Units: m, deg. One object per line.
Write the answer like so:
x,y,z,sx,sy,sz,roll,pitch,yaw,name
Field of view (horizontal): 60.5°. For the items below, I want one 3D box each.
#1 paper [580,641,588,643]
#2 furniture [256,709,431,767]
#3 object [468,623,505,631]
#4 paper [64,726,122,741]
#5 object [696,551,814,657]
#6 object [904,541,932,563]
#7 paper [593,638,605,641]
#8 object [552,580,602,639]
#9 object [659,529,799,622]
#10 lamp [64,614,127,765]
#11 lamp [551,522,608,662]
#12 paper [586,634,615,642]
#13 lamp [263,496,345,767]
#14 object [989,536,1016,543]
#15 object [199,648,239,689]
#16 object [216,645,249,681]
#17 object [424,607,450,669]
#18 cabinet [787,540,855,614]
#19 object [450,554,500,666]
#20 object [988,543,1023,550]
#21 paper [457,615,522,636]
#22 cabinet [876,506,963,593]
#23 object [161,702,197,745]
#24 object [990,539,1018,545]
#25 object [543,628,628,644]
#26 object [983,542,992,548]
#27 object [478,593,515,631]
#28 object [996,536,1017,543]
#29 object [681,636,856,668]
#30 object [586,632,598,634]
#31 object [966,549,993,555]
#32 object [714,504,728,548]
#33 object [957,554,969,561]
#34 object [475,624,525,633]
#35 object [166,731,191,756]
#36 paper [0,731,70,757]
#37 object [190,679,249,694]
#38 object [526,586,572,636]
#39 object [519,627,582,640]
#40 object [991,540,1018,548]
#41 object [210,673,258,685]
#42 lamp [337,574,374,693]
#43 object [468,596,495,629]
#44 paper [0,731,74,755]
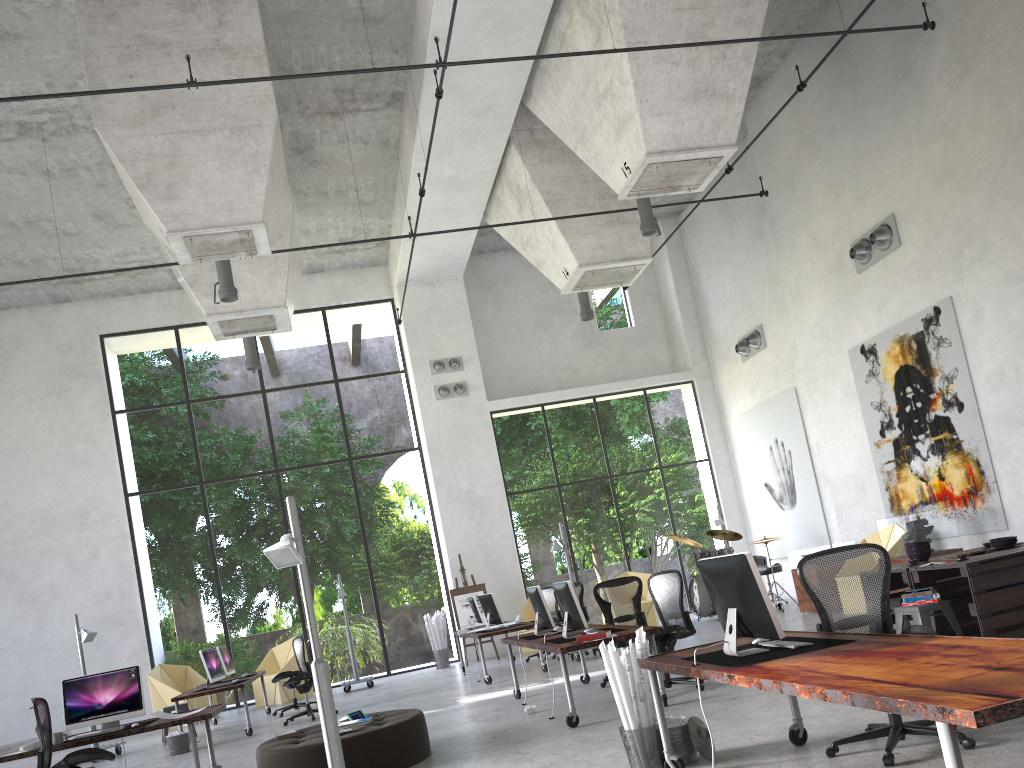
0.775,2.282,7.869,0.293,0.001,0.212,-16,-13,20,paper
-1.495,3.264,7.840,1.501,0.422,1.545,-9,-12,-10,furniture
-0.475,4.156,14.986,0.684,0.008,0.869,-9,-13,-11,object
-4.002,3.321,8.330,0.484,0.001,0.438,-11,-13,-2,paper
1.330,1.205,4.882,0.375,0.544,0.731,-10,-10,-11,object
3.998,1.645,8.628,0.213,0.211,0.197,-9,-9,-11,object
0.775,2.280,7.869,0.209,0.001,0.298,-4,-15,-29,paper
0.644,2.192,8.615,0.375,0.544,0.731,-10,-10,-11,object
4.083,3.447,16.480,1.867,1.716,3.049,-6,-12,-28,object
-6.235,4.435,12.865,0.603,2.123,0.581,-13,-6,20,lamp
0.959,3.211,13.691,0.593,2.123,0.590,-10,-6,-12,lamp
0.783,2.278,7.869,0.291,0.001,0.214,-12,-13,5,paper
-1.185,1.740,5.397,0.583,2.123,0.600,-12,-6,13,lamp
4.584,1.463,8.198,0.228,0.057,0.234,-8,-12,-12,object
-4.224,4.062,12.628,0.376,0.544,0.730,-10,-10,-6,object
-4.472,4.422,13.989,0.375,0.544,0.731,-10,-10,-11,object
-1.437,5.002,17.253,0.409,1.193,0.450,-7,-7,-34,object
4.897,3.011,13.657,0.740,0.999,0.751,-10,-8,-12,cabinet
-0.790,4.310,16.934,0.691,2.115,0.697,-10,-6,-11,object
4.598,1.520,8.186,0.293,0.024,0.303,-2,-15,-34,object
-0.346,3.936,14.343,1.074,0.103,0.996,-11,-13,-2,paper
5.205,2.244,11.093,0.591,1.238,0.759,-10,-7,-12,cabinet
-5.087,5.146,13.343,0.472,0.524,0.468,-7,-9,-27,object
4.589,1.485,8.188,0.228,0.062,0.234,-7,-13,-16,object
0.701,2.464,8.589,0.684,0.008,0.869,-9,-13,-11,object
4.745,1.603,8.743,0.138,0.055,0.118,-12,-11,3,object
-0.253,3.482,13.495,0.374,0.544,0.733,-8,-10,-21,object
4.590,1.473,8.192,0.227,0.062,0.235,-7,-13,-16,object
1.387,1.477,4.856,0.684,0.008,0.869,-9,-13,-11,object
0.719,2.232,7.867,0.011,0.011,0.152,-3,-15,-43,object
4.330,1.564,8.147,0.233,0.019,0.240,-7,-13,-16,object
4.431,3.516,17.985,0.586,2.123,0.597,-14,-6,23,object
3.966,1.529,7.751,0.116,0.055,0.141,-3,-14,-36,object
-0.195,3.755,13.470,0.683,0.008,0.871,-6,-13,-20,object
-4.432,4.752,11.672,0.293,0.294,0.407,-8,-10,-19,object
-4.768,3.367,8.043,1.070,0.103,1.000,-8,-13,-12,paper
-4.167,4.335,12.602,0.685,0.008,0.868,-10,-13,-6,object
0.398,2.545,9.951,0.375,0.544,0.731,-10,-10,-11,object
0.455,2.818,9.926,0.684,0.008,0.869,-9,-13,-11,object
4.592,1.500,8.188,0.234,0.046,0.229,-20,-15,36,object
-4.414,4.694,13.963,0.684,0.008,0.869,-9,-13,-11,object
-3.011,4.559,16.177,0.577,2.123,0.607,-10,-6,-12,lamp
-0.532,3.883,15.012,0.375,0.544,0.731,-10,-10,-11,object
-5.001,3.412,8.026,0.905,0.102,1.941,-17,-14,25,paper
